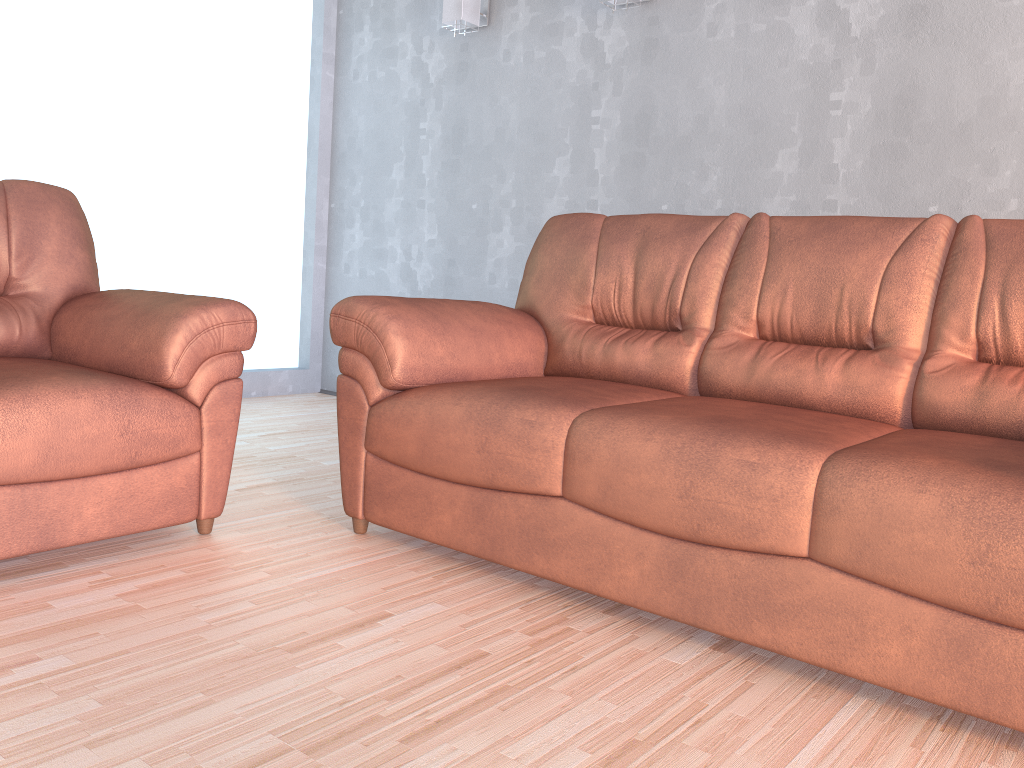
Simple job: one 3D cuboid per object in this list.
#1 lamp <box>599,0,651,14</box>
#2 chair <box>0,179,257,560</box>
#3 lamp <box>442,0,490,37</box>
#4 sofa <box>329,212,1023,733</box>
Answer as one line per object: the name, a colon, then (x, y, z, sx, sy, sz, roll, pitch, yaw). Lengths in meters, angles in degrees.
lamp: (0.472, -1.701, 3.680, 0.165, 0.319, 0.177, 9, 8, 37)
chair: (-1.319, -0.112, 2.263, 0.936, 0.879, 0.970, 9, 8, 37)
lamp: (-0.225, -1.811, 4.213, 0.165, 0.319, 0.168, 9, 8, 37)
sofa: (0.630, 0.012, 2.154, 2.202, 0.923, 0.981, 9, 8, 37)
